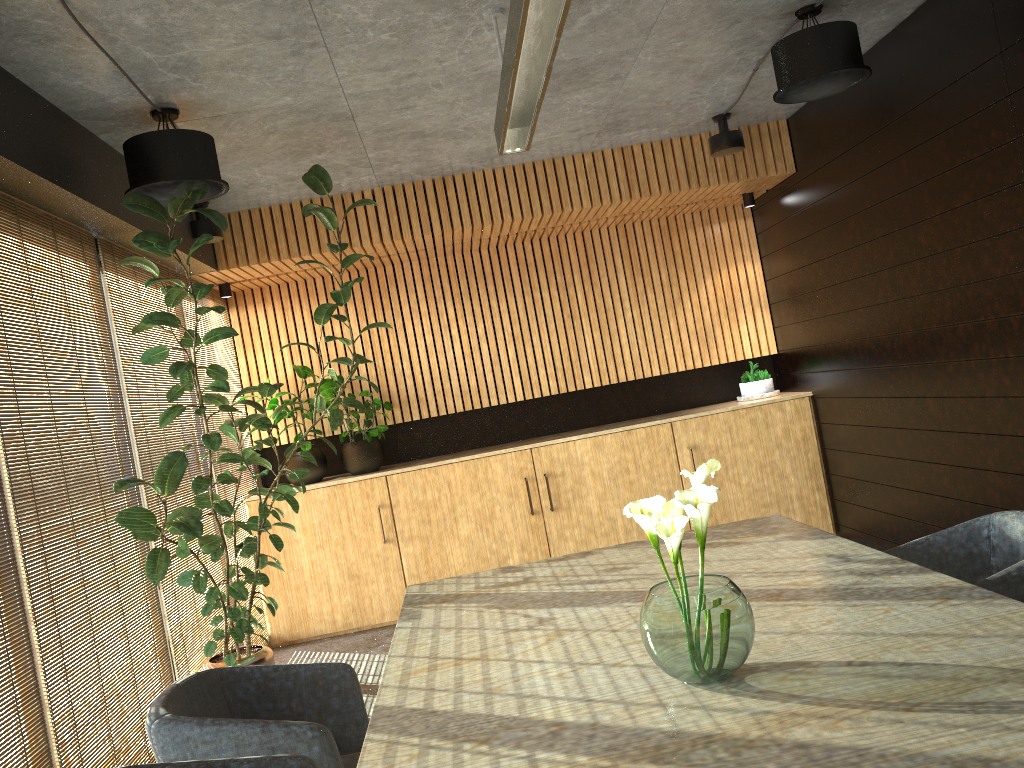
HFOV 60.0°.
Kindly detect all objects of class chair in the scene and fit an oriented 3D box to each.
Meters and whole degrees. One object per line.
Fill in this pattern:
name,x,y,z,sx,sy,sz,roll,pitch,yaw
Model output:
chair,1.761,1.000,3.271,0.761,0.944,0.706,-10,0,-4
chair,-0.740,1.452,2.213,0.761,0.944,0.706,-10,0,-4
chair,-0.793,1.468,3.111,0.761,0.944,0.706,-10,0,-4

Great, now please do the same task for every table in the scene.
table,0.595,1.215,2.296,1.816,0.927,3.932,-10,0,-4

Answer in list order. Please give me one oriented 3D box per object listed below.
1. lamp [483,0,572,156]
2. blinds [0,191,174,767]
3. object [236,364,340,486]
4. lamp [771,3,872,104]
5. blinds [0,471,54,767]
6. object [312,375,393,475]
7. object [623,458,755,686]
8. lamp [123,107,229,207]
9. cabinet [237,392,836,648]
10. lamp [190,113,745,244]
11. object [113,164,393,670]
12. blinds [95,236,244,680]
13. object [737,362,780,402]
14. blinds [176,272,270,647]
lamp,0.073,-1.462,2.325,0.151,0.618,4.009,-10,0,-4
blinds,-2.101,0.614,4.388,0.039,3.038,1.422,-10,0,-4
object,-1.906,0.355,7.683,0.666,1.054,0.640,-11,0,38
lamp,1.644,-1.822,4.816,0.513,0.497,0.513,-11,0,26
blinds,-2.014,0.588,2.922,0.039,3.038,1.422,-10,0,-4
object,-1.386,0.348,7.699,0.679,0.880,0.512,-10,0,0
object,0.457,0.492,2.322,0.295,0.546,0.322,-10,0,6
lamp,-1.770,-1.197,4.602,0.513,0.497,0.513,-10,0,-33
cabinet,0.237,1.144,7.883,4.954,1.272,1.006,-10,0,-4
lamp,-0.327,-1.537,6.553,4.179,0.294,0.257,-10,0,-4
object,-1.737,0.474,5.371,1.958,3.266,1.875,-11,0,35
blinds,-2.190,0.640,5.878,0.039,3.038,1.422,-10,0,-4
object,2.221,-0.040,8.093,0.384,0.347,0.384,-11,0,19
blinds,-2.277,0.665,7.344,0.039,3.038,1.422,-10,0,-4
